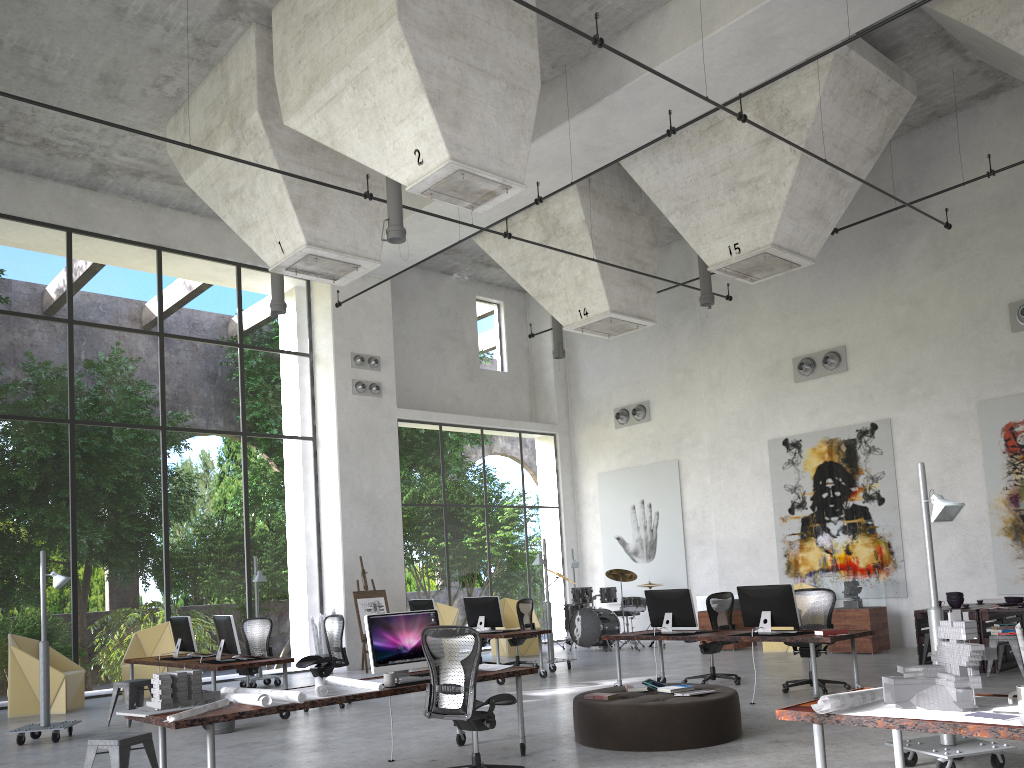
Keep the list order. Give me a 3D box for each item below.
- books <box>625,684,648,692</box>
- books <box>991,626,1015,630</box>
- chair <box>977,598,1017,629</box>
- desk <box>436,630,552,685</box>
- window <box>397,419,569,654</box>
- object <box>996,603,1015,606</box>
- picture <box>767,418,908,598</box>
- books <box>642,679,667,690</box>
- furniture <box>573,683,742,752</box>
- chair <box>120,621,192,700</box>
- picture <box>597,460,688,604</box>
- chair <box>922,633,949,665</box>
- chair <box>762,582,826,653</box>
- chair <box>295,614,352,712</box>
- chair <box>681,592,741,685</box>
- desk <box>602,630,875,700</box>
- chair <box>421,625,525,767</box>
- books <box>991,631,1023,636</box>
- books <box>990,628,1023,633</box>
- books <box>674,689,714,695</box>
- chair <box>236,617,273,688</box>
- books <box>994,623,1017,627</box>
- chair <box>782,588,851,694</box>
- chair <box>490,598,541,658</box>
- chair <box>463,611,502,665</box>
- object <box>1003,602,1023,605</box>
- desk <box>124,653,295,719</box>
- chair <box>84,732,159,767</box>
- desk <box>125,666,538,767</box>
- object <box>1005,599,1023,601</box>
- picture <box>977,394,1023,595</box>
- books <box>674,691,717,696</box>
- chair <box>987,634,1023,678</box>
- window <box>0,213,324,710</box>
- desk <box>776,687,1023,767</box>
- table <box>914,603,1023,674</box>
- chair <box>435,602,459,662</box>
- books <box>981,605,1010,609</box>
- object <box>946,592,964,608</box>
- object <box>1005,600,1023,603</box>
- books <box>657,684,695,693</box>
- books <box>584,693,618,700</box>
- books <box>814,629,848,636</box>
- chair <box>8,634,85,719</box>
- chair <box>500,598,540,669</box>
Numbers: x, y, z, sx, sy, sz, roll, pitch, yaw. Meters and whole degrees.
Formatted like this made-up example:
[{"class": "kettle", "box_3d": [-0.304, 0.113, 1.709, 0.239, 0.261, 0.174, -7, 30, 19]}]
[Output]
[{"class": "books", "box_3d": [1.170, 2.853, 8.254, 0.197, 0.034, 0.290, -4, -13, 4]}, {"class": "books", "box_3d": [5.910, 2.916, 10.523, 0.255, 0.032, 0.178, -5, -13, 9]}, {"class": "chair", "box_3d": [6.979, 3.512, 12.663, 0.700, 0.807, 0.779, -9, -10, 32]}, {"class": "desk", "box_3d": [-0.767, 4.326, 14.030, 0.978, 0.713, 3.177, 5, -15, -41]}, {"class": "window", "box_3d": [-0.524, 3.349, 19.164, 4.580, 4.823, 0.020, 4, -9, -42]}, {"class": "object", "box_3d": [6.379, 2.851, 11.345, 0.237, 0.019, 0.236, -15, -17, 42]}, {"class": "picture", "box_3d": [5.702, 2.303, 15.594, 0.020, 2.977, 2.387, 1, -9, -42]}, {"class": "books", "box_3d": [1.343, 2.822, 8.235, 0.206, 0.101, 0.146, -11, -13, 33]}, {"class": "furniture", "box_3d": [1.314, 3.021, 8.027, 1.514, 0.422, 1.532, 7, -16, -39]}, {"class": "chair", "box_3d": [-5.709, 4.429, 14.139, 0.980, 1.153, 0.950, -4, -8, 4]}, {"class": "picture", "box_3d": [2.850, 3.343, 19.446, 0.020, 2.977, 2.369, 1, -9, -42]}, {"class": "chair", "box_3d": [5.520, 3.426, 11.202, 0.419, 0.482, 0.445, -2, -9, -7]}, {"class": "chair", "box_3d": [4.885, 4.064, 15.311, 0.938, 1.152, 0.993, 4, -11, -43]}, {"class": "chair", "box_3d": [-2.469, 3.611, 11.443, 0.778, 1.168, 0.798, -9, -9, 36]}, {"class": "chair", "box_3d": [2.576, 3.316, 11.466, 0.799, 1.168, 0.777, -8, -9, 32]}, {"class": "desk", "box_3d": [2.540, 3.284, 10.288, 0.978, 0.713, 3.177, 5, -15, -41]}, {"class": "chair", "box_3d": [-0.324, 2.386, 6.587, 0.774, 1.168, 0.802, -6, -8, 22]}, {"class": "books", "box_3d": [5.918, 2.981, 10.514, 0.284, 0.034, 0.201, -4, -13, 4]}, {"class": "books", "box_3d": [5.916, 2.947, 10.517, 0.284, 0.033, 0.202, -1, -13, -11]}, {"class": "books", "box_3d": [1.611, 2.723, 7.764, 0.301, 0.039, 0.224, -2, -13, -7]}, {"class": "chair", "box_3d": [-3.718, 3.910, 12.439, 0.772, 1.168, 0.804, -5, -8, 12]}, {"class": "books", "box_3d": [5.912, 2.888, 10.524, 0.204, 0.025, 0.146, -4, -13, 4]}, {"class": "chair", "box_3d": [3.535, 3.006, 10.346, 0.773, 1.168, 0.803, -6, -8, 17]}, {"class": "chair", "box_3d": [0.058, 4.905, 17.764, 0.979, 1.153, 0.951, 0, -9, -22]}, {"class": "chair", "box_3d": [-0.539, 4.363, 15.280, 0.770, 1.168, 0.806, -3, -8, -3]}, {"class": "object", "box_3d": [6.595, 2.877, 11.516, 0.297, 0.024, 0.299, -9, -14, 25]}, {"class": "desk", "box_3d": [-3.956, 3.892, 11.269, 0.968, 0.713, 3.178, 5, -15, -41]}, {"class": "chair", "box_3d": [-2.930, 2.885, 6.581, 0.422, 0.482, 0.443, -7, -9, 21]}, {"class": "desk", "box_3d": [-1.245, 2.738, 6.873, 3.144, 0.713, 0.988, 8, -15, -41]}, {"class": "object", "box_3d": [6.592, 2.841, 11.516, 0.231, 0.062, 0.230, -15, -17, 42]}, {"class": "picture", "box_3d": [8.144, 1.540, 12.859, 0.020, 2.977, 2.248, 1, -9, -42]}, {"class": "books", "box_3d": [1.614, 2.724, 7.737, 0.300, 0.031, 0.224, 3, -14, -26]}, {"class": "chair", "box_3d": [5.927, 3.238, 10.475, 0.425, 0.482, 0.439, -11, -11, 42]}, {"class": "window", "box_3d": [-6.076, 1.395, 15.381, 5.983, 7.740, 0.068, 4, -9, -42]}, {"class": "desk", "box_3d": [2.779, 1.784, 3.707, 0.978, 0.713, 3.177, 5, -15, -41]}, {"class": "table", "box_3d": [6.384, 3.276, 11.411, 1.513, 0.783, 1.625, 6, -15, -41]}, {"class": "chair", "box_3d": [-1.528, 4.845, 17.081, 0.980, 1.153, 0.949, -4, -8, 7]}, {"class": "books", "box_3d": [6.045, 2.787, 10.977, 0.305, 0.029, 0.227, -7, -13, 15]}, {"class": "object", "box_3d": [5.853, 2.848, 11.596, 0.214, 0.211, 0.196, 4, -12, -40]}, {"class": "object", "box_3d": [6.592, 2.857, 11.516, 0.229, 0.046, 0.233, -5, -13, 7]}, {"class": "books", "box_3d": [1.500, 2.782, 8.021, 0.285, 0.033, 0.201, 4, -14, -28]}, {"class": "books", "box_3d": [0.799, 2.795, 7.864, 0.257, 0.032, 0.176, -14, -16, 38]}, {"class": "books", "box_3d": [3.355, 2.612, 9.249, 0.285, 0.051, 0.207, -1, -12, -10]}, {"class": "chair", "box_3d": [-6.773, 4.162, 12.677, 0.933, 1.152, 0.998, -3, -8, -6]}, {"class": "chair", "box_3d": [0.063, 4.253, 14.953, 0.794, 1.168, 0.781, -5, -8, 12]}]
